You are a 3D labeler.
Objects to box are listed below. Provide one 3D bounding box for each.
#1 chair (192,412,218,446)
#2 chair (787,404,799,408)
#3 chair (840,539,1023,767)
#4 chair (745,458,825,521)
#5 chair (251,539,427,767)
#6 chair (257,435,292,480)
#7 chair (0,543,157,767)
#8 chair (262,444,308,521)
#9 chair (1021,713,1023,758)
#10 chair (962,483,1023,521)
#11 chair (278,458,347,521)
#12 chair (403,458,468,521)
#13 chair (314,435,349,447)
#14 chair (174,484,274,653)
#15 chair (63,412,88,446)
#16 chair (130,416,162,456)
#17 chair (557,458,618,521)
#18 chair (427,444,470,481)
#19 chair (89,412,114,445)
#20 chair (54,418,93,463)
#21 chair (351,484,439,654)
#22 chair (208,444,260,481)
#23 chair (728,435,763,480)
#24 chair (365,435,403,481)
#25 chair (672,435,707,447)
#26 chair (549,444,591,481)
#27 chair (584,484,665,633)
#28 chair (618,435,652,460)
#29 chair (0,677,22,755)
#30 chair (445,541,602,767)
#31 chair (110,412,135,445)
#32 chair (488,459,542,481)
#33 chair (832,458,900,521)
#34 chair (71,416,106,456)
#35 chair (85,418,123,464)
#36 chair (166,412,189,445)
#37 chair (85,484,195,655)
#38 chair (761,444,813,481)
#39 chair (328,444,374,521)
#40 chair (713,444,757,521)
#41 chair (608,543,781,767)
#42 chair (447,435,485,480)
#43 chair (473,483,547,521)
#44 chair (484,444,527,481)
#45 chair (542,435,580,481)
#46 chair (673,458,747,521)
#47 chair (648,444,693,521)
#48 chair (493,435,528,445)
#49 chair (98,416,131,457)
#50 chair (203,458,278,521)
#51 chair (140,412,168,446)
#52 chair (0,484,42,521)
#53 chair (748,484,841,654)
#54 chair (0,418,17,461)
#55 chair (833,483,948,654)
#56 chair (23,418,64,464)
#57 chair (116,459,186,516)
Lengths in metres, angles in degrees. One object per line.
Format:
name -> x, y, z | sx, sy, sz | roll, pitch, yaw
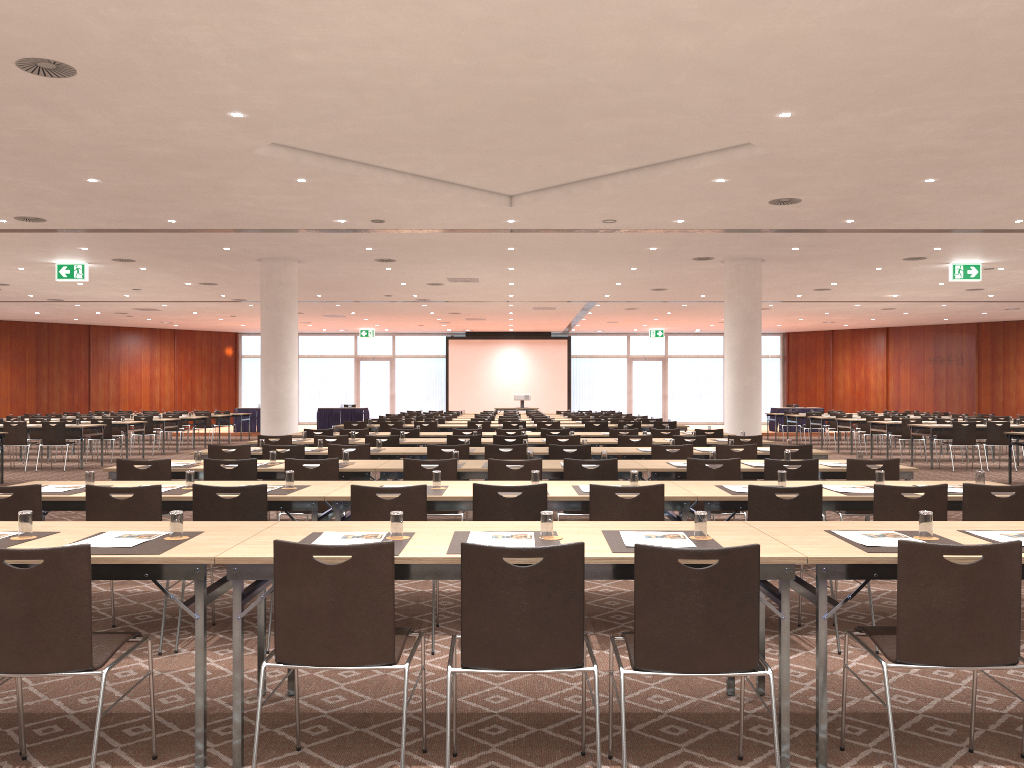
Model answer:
chair -> -8.593, 1.249, 24.825 | 0.535, 0.939, 0.614 | 0, 0, -2
chair -> 9.931, 1.187, 31.208 | 0.535, 0.939, 0.614 | 0, 0, 0
chair -> 1.598, 1.025, 3.318 | 0.535, 0.939, 0.614 | 0, 0, 2
chair -> 2.232, 1.066, 7.241 | 0.535, 0.939, 0.614 | 0, 0, 1
chair -> -0.626, 1.025, 3.315 | 0.535, 0.939, 0.614 | 0, 0, 2
chair -> -2.983, 1.108, 11.313 | 0.535, 0.939, 0.614 | 0, 0, 0
chair -> -1.681, 1.024, 3.238 | 0.535, 0.939, 0.614 | 0, 0, -1
chair -> -2.341, 1.087, 9.237 | 0.535, 0.939, 0.614 | 0, 0, -1
chair -> 2.292, 1.024, 3.241 | 0.535, 0.939, 0.614 | 0, 0, 3
chair -> 2.848, 1.046, 5.319 | 0.535, 0.939, 0.614 | 0, 0, 2
chair -> -1.621, 1.067, 7.315 | 0.535, 0.939, 0.614 | 0, 0, -2
chair -> -0.650, 1.066, 7.273 | 0.535, 0.939, 0.614 | 0, 0, 2
chair -> -2.267, 1.108, 11.272 | 0.535, 0.939, 0.614 | 0, 0, -1
chair -> -1.622, 1.045, 5.272 | 0.535, 0.939, 0.614 | 0, 0, 1
chair -> -12.232, 1.248, 24.762 | 0.535, 0.939, 0.614 | 0, 0, -3
chair -> -8.595, 1.207, 20.825 | 0.535, 0.939, 0.614 | 0, 0, -2
chair -> 0.638, 1.066, 7.275 | 0.535, 0.939, 0.614 | 0, 0, 3
chair -> -0.662, 1.087, 9.273 | 0.535, 0.939, 0.614 | 0, 0, -2
chair -> -11.552, 1.249, 24.822 | 0.535, 0.939, 0.614 | 0, 0, 3
chair -> -9.299, 1.186, 18.824 | 0.535, 0.939, 0.614 | 0, 0, -2
chair -> -0.712, 1.045, 5.239 | 0.535, 0.939, 0.614 | 0, 0, -2
chair -> -2.911, 1.087, 9.271 | 0.535, 0.939, 0.614 | 0, 0, -3
chair -> 2.922, 1.108, 11.277 | 0.535, 0.939, 0.614 | 0, 0, 0
chair -> -1.613, 1.107, 11.238 | 0.535, 0.939, 0.614 | 0, 0, 2
chair -> 2.211, 1.107, 11.241 | 0.535, 0.939, 0.614 | 0, 0, -2
chair -> 0.589, 1.087, 9.240 | 0.535, 0.939, 0.614 | 0, 0, -1
chair -> 0.659, 1.045, 5.275 | 0.535, 0.939, 0.614 | 0, 0, -1
chair -> 1.553, 1.108, 11.318 | 0.535, 0.939, 0.614 | 0, 0, 1
chair -> -2.223, 1.025, 3.272 | 0.535, 0.939, 0.614 | 0, 0, -3
chair -> 0.035, 1.025, 3.274 | 0.535, 0.939, 0.614 | 0, 0, -1
chair -> -10.890, 1.247, 24.682 | 0.535, 0.939, 0.614 | 0, 0, 1
chair -> 0.026, 1.066, 7.239 | 0.535, 0.939, 0.614 | 0, 0, 1
chair -> 2.889, 1.066, 7.277 | 0.535, 0.939, 0.614 | 0, 0, -3
chair -> -9.908, 1.206, 20.765 | 0.535, 0.939, 0.614 | 0, 0, -1
chair -> -8.588, 1.185, 18.685 | 0.535, 0.939, 0.614 | 0, 0, -3
chair -> -9.353, 1.247, 24.684 | 0.535, 0.939, 0.614 | 0, 0, -3
chair -> -2.223, 1.045, 5.237 | 0.535, 0.939, 0.614 | 0, 0, 0
chair -> 2.875, 1.087, 9.277 | 0.535, 0.939, 0.614 | 0, 0, 2
chair -> -1.688, 1.087, 9.314 | 0.535, 0.939, 0.614 | 0, 0, -3
chair -> 2.312, 1.087, 9.318 | 0.535, 0.939, 0.614 | 0, 0, -2
chair -> 0.645, 1.024, 3.240 | 0.535, 0.939, 0.614 | 0, 0, 1
chair -> -0.610, 1.108, 11.316 | 0.535, 0.939, 0.614 | 0, 0, -2
chair -> -0.009, 1.046, 5.316 | 0.535, 0.939, 0.614 | 0, 0, 1
chair -> -0.071, 1.087, 9.316 | 0.535, 0.939, 0.614 | 0, 0, -2
chair -> 0.642, 1.108, 11.275 | 0.535, 0.939, 0.614 | 0, 0, 1
chair -> 1.630, 1.067, 7.318 | 0.535, 0.939, 0.614 | 0, 0, 1
chair -> 1.646, 1.087, 9.276 | 0.535, 0.939, 0.614 | 0, 0, 0
chair -> -0.018, 1.107, 11.239 | 0.535, 0.939, 0.614 | 0, 0, 1
chair -> -9.281, 1.206, 20.684 | 0.535, 0.939, 0.614 | 0, 0, -3
chair -> -2.254, 1.066, 7.272 | 0.535, 0.939, 0.614 | 0, 0, 1
chair -> -9.986, 1.248, 24.765 | 0.535, 0.939, 0.614 | 0, 0, 0
chair -> -2.921, 1.045, 5.271 | 0.535, 0.939, 0.614 | 0, 0, 1
chair -> 1.557, 1.045, 5.241 | 0.535, 0.939, 0.614 | 0, 0, -3
chair -> -10.895, 1.186, 18.764 | 0.535, 0.939, 0.614 | 0, 0, -2
chair -> 2.293, 1.045, 5.276 | 0.535, 0.939, 0.614 | 0, 0, -2
chair -> -9.866, 1.185, 18.683 | 0.535, 0.939, 0.614 | 0, 0, 2
chair -> -2.939, 1.066, 7.236 | 0.535, 0.939, 0.614 | 0, 0, -1
